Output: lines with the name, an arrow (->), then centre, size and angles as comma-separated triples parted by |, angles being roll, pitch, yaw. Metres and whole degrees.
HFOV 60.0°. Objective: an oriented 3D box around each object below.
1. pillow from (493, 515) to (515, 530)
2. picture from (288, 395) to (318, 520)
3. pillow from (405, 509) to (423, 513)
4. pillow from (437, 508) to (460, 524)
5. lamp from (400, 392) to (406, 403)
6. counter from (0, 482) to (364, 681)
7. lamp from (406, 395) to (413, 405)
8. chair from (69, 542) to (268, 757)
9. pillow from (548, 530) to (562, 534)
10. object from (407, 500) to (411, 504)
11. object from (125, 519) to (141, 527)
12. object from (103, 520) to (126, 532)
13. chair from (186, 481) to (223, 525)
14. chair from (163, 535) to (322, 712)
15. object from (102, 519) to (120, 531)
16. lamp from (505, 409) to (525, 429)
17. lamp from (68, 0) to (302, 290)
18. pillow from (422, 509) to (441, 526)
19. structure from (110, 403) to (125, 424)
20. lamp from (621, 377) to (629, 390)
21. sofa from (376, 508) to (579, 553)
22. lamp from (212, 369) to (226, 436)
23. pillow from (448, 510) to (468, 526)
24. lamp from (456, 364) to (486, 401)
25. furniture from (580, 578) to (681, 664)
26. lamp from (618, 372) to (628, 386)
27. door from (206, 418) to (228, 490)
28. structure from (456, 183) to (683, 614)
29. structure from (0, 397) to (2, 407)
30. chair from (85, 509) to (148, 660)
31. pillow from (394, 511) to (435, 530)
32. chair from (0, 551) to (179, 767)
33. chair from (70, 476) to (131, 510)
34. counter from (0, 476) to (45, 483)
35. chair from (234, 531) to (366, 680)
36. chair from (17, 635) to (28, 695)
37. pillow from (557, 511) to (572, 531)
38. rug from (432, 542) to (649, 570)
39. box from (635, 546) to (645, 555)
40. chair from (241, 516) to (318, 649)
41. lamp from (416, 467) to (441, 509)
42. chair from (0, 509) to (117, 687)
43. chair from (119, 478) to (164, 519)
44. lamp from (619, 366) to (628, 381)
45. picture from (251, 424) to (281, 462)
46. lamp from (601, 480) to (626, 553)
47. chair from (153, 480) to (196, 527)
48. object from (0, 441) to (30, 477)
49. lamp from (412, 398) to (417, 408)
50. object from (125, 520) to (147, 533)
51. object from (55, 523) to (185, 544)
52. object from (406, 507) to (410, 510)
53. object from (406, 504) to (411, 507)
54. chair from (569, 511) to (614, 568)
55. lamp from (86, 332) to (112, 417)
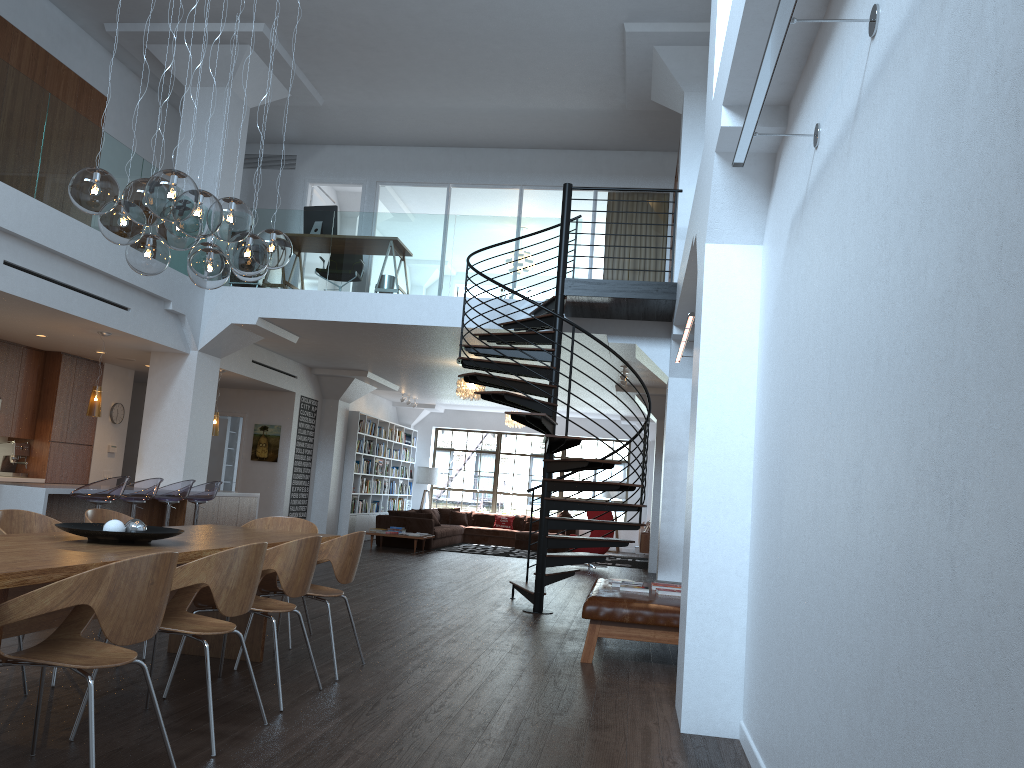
pillow -> -0.176, 3.047, 19.506 | 0.465, 0.308, 0.220 | 4, -7, 4
picture -> -3.550, 1.418, 15.053 | 0.021, 2.380, 0.800 | 3, -7, 9
pillow -> -1.794, 2.531, 16.650 | 0.269, 0.411, 0.559 | 9, -9, -35
pillow -> -1.367, 2.938, 19.640 | 0.580, 0.418, 0.334 | 7, -7, -18
lamp -> -2.230, 0.278, 18.107 | 0.111, 0.211, 0.120 | -2, -9, 42
counter -> -3.628, 1.467, 8.426 | 3.039, 0.860, 8.182 | 7, -7, -21
lamp -> -2.161, 0.344, 18.604 | 0.120, 0.211, 0.111 | 9, -8, -32
chair -> -1.421, 1.090, 3.879 | 0.618, 0.833, 0.629 | 3, -7, 8
pillow -> 0.879, 3.059, 19.237 | 0.542, 0.362, 0.248 | 0, -8, 29
object -> -2.525, 2.699, 20.404 | 0.316, 0.088, 0.410 | 3, -7, 8
object -> -1.888, 0.724, 4.436 | 0.100, 0.100, 0.100 | 10, -9, -36
object -> -1.920, 0.705, 4.280 | 0.100, 0.100, 0.100 | 10, -9, -36
chair -> -3.580, 1.586, 10.010 | 0.481, 1.014, 0.530 | 3, -7, 10
chair -> -1.336, 1.189, 4.632 | 0.618, 0.833, 0.629 | 3, -7, 10
object -> -1.964, 0.716, 4.372 | 0.100, 0.100, 0.100 | 10, -9, -36
lamp -> 0.083, 0.637, 18.179 | 0.442, 0.539, 0.441 | 10, -9, -39
lamp -> -1.705, -1.635, 4.976 | 0.849, 2.140, 1.787 | 3, -7, 7
pillow -> -1.708, 2.734, 18.066 | 0.325, 0.391, 0.625 | 1, -8, 25
structure -> -5.648, 0.422, 12.692 | 0.040, 0.300, 0.300 | 3, -7, 8
lamp -> 1.693, -0.007, 13.357 | 0.111, 0.211, 0.120 | -2, -9, 42
sofa -> -0.507, 2.974, 17.926 | 3.481, 0.664, 4.197 | 3, -7, 8
lamp -> -4.031, 0.255, 12.124 | 0.149, 0.900, 0.149 | 10, -9, -36
pillow -> -1.192, 2.954, 19.515 | 0.489, 0.337, 0.238 | 7, -8, -22
lamp -> -0.603, -0.028, 13.208 | 0.442, 0.539, 0.441 | 10, -9, -39
furniture -> 1.048, 1.857, 7.015 | 0.907, 0.453, 1.819 | 3, -7, 8
lamp -> 1.625, -0.073, 12.860 | 0.120, 0.211, 0.111 | 9, -8, -32
door -> -5.450, 1.593, 15.473 | 0.826, 2.032, 0.174 | 3, -7, 8
structure -> 0.418, 0.078, 8.959 | 1.998, 4.352, 1.998 | 9, -8, -31
structure -> -6.394, 0.469, 10.118 | 0.529, 1.110, 0.811 | 3, -7, 8
chair -> -2.396, 1.223, 5.562 | 0.618, 0.833, 0.629 | 4, -7, 6
pillow -> -1.795, 2.540, 16.379 | 0.750, 0.364, 0.289 | 3, -7, 8
chair -> -1.539, 0.987, 3.115 | 0.618, 0.833, 0.629 | 3, -7, 8
chair -> -3.826, 1.337, 8.143 | 0.481, 1.014, 0.530 | 3, -7, 10
counter -> -6.523, 0.925, 9.148 | 0.600, 0.050, 4.387 | 3, -7, 8
chair -> -1.226, 1.289, 5.385 | 0.617, 0.830, 0.629 | 3, -7, 8
chair -> -2.622, 1.019, 4.048 | 0.618, 0.833, 0.629 | 3, -7, 8
pillow -> 1.112, 3.011, 19.380 | 0.651, 0.587, 0.335 | 6, -7, -13
rug -> 0.738, 3.312, 17.190 | 4.200, 0.007, 3.100 | 3, -7, 10
box -> 2.868, 3.727, 19.896 | 0.228, 0.165, 0.368 | 3, -7, 8
chair -> -1.697, 1.356, 6.213 | 0.629, 0.833, 0.618 | 4, -7, 3
lamp -> -1.998, 2.733, 20.645 | 0.545, 1.579, 0.545 | 5, -7, -3
chair -> -2.519, 1.119, 4.798 | 0.618, 0.833, 0.629 | 3, -7, 8
chair -> -3.768, 1.418, 8.768 | 0.481, 1.014, 0.530 | 4, -7, 6
lamp -> 1.554, -0.141, 12.351 | 0.120, 0.211, 0.111 | 7, -7, -17
picture -> -4.027, 0.966, 14.517 | 0.450, 0.600, 0.030 | 3, -7, 8
lamp -> 2.248, 2.968, 19.921 | 0.545, 1.579, 0.545 | 2, -7, 19
chair -> -3.665, 1.503, 9.391 | 0.481, 1.014, 0.530 | 4, -7, 6
object -> -6.273, 0.950, 11.194 | 0.439, 0.455, 0.284 | 3, -7, 8
lamp -> -2.090, 0.412, 19.113 | 0.120, 0.211, 0.111 | 7, -7, -17
object -> -1.843, 0.717, 4.345 | 0.100, 0.100, 0.100 | 10, -9, -36
object -> -1.929, 0.741, 4.371 | 0.592, 0.066, 0.592 | 9, -8, -34
object -> -2.531, 2.874, 20.381 | 0.331, 0.088, 0.410 | 3, -7, 8
object -> -2.524, 2.786, 20.392 | 0.331, 0.088, 0.410 | 3, -7, 8
chair -> 1.349, 2.602, 15.143 | 0.801, 1.006, 0.798 | 0, -8, 33
lamp -> -3.381, -0.365, 10.406 | 2.842, 1.807, 0.149 | 11, -9, -42
